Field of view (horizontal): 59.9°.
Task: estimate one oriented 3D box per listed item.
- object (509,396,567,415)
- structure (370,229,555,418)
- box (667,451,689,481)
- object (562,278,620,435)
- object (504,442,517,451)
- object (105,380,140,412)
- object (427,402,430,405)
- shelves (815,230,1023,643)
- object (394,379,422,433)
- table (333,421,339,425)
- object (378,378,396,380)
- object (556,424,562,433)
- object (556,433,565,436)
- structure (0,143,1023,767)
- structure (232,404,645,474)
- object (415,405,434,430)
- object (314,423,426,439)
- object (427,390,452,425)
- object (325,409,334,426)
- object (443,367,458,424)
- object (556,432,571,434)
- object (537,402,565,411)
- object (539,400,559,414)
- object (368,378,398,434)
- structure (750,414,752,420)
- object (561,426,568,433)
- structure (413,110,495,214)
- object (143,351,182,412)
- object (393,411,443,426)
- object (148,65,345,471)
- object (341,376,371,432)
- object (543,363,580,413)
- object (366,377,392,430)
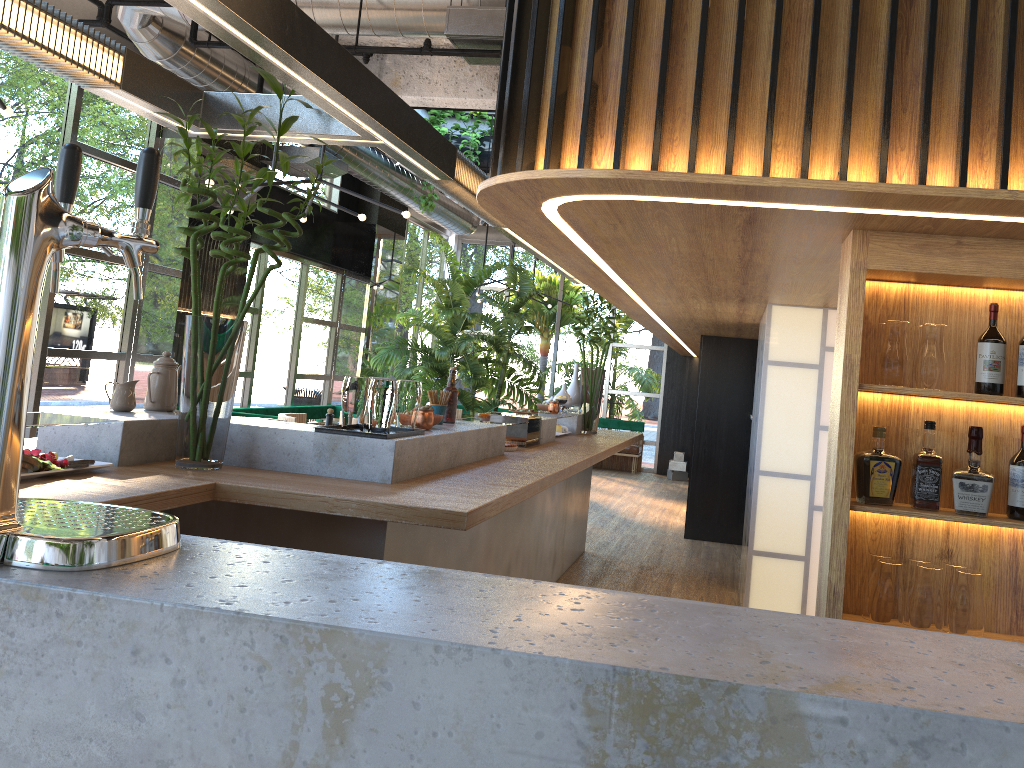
[{"bbox_3d":[0.178,0.145,6.221,0.206,0.135,0.820,5,0,20],"label":"object"},{"bbox_3d":[-0.652,-0.401,12.353,2.445,3.452,2.645,6,-2,-3],"label":"structure"},{"bbox_3d":[2.687,1.324,14.341,0.331,0.444,0.279,5,-3,0],"label":"box"},{"bbox_3d":[0.643,-0.383,7.065,0.609,1.557,0.643,9,-5,-39],"label":"object"},{"bbox_3d":[-0.117,0.337,4.907,0.286,0.037,0.311,6,1,40],"label":"object"},{"bbox_3d":[-1.450,0.041,3.308,0.097,0.120,0.089,5,-3,20],"label":"object"},{"bbox_3d":[-0.430,0.212,4.700,0.071,0.233,0.078,2,-5,45],"label":"object"},{"bbox_3d":[1.558,0.558,2.806,1.095,2.066,0.283,5,-4,9],"label":"shelves"},{"bbox_3d":[-0.410,0.090,3.473,0.109,0.210,0.101,8,-4,-33],"label":"object"},{"bbox_3d":[-1.509,0.842,9.975,1.131,0.754,1.065,6,-1,-19],"label":"table"},{"bbox_3d":[-0.492,0.084,3.356,0.110,0.210,0.100,9,-5,-43],"label":"object"},{"bbox_3d":[0.315,0.333,6.634,0.134,0.068,0.135,5,0,12],"label":"object"},{"bbox_3d":[0.243,0.357,6.388,0.240,0.017,0.247,5,1,13],"label":"object"},{"bbox_3d":[1.225,0.673,4.171,5.756,1.736,7.216,5,0,12],"label":"structure"},{"bbox_3d":[-0.887,0.557,5.423,5.938,1.554,20.370,5,1,14],"label":"structure"},{"bbox_3d":[-0.403,0.137,3.741,0.160,0.107,0.086,6,-2,-33],"label":"object"},{"bbox_3d":[-0.527,0.177,3.357,0.268,0.019,0.443,5,1,13],"label":"object"},{"bbox_3d":[-0.354,0.109,4.211,0.107,0.162,0.103,8,-4,-44],"label":"object"},{"bbox_3d":[-0.709,0.209,3.599,0.067,0.216,0.170,3,-4,37],"label":"object"},{"bbox_3d":[-0.304,0.054,4.380,0.078,0.278,0.071,9,-5,-42],"label":"object"},{"bbox_3d":[0.310,0.360,6.644,0.241,0.017,0.246,5,1,10],"label":"object"},{"bbox_3d":[0.304,0.180,6.839,0.187,0.073,0.233,5,0,32],"label":"object"},{"bbox_3d":[0.274,0.165,6.466,0.160,0.107,0.086,6,-2,-33],"label":"object"},{"bbox_3d":[-0.475,0.087,3.230,0.109,0.210,0.101,8,-4,-33],"label":"object"},{"bbox_3d":[2.438,0.797,8.172,0.541,1.602,0.848,5,-3,13],"label":"structure"},{"bbox_3d":[0.360,0.341,6.709,0.140,0.057,0.068,5,-1,29],"label":"object"},{"bbox_3d":[-0.149,-2.779,10.999,2.077,1.523,1.470,4,-2,41],"label":"structure"},{"bbox_3d":[-1.375,-0.012,3.505,0.121,0.235,0.208,7,-2,-19],"label":"object"},{"bbox_3d":[-0.412,0.150,3.954,0.187,0.073,0.233,5,0,32],"label":"object"},{"bbox_3d":[-0.976,-0.482,3.129,0.658,1.557,0.595,4,-4,17],"label":"object"},{"bbox_3d":[-0.577,0.077,3.258,0.109,0.210,0.101,8,-4,-33],"label":"object"},{"bbox_3d":[0.444,0.028,7.078,0.328,0.399,0.306,7,-3,-29],"label":"object"},{"bbox_3d":[-0.524,0.079,3.484,0.109,0.210,0.101,8,-4,-33],"label":"object"}]
